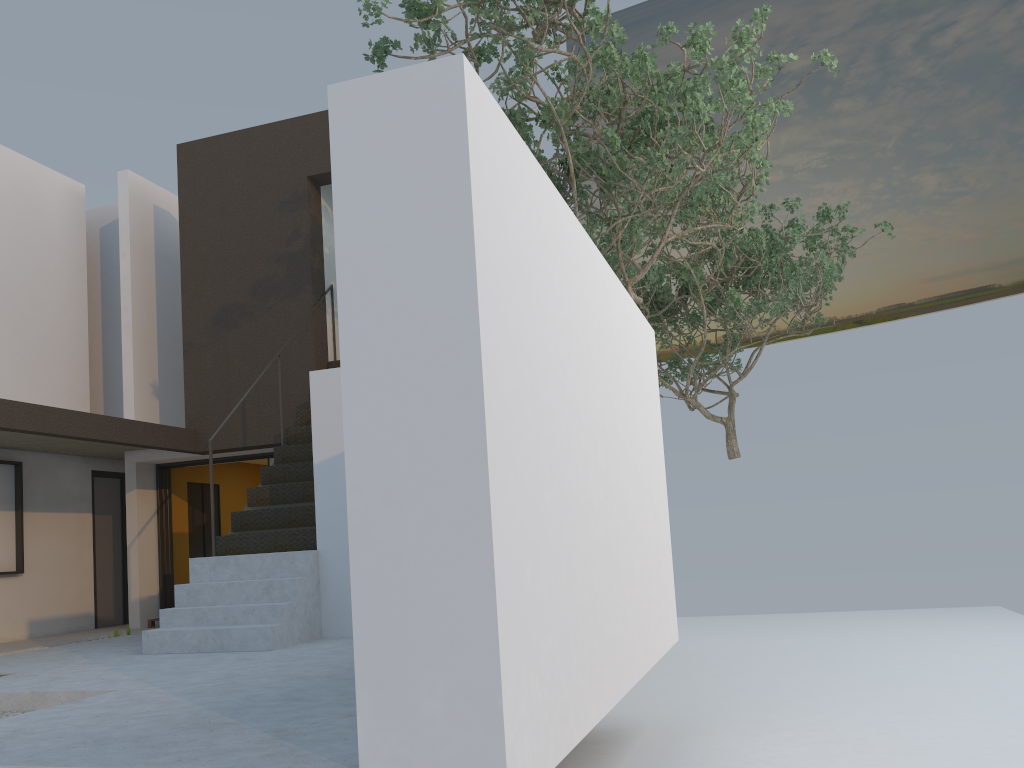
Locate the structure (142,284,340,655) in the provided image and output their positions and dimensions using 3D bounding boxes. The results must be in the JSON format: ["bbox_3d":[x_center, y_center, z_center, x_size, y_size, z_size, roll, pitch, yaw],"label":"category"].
[{"bbox_3d":[-1.493,0.610,10.032,1.161,3.909,6.604,-5,-9,17],"label":"structure"}]

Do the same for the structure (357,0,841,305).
[{"bbox_3d":[0.921,-1.877,8.898,4.333,3.667,5.809,-3,-9,-3],"label":"structure"}]

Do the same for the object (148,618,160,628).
[{"bbox_3d":[-4.042,2.905,10.798,0.705,0.100,0.353,-7,-10,17],"label":"object"}]

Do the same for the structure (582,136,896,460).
[{"bbox_3d":[3.438,-1.055,15.010,5.507,4.661,7.383,-3,-9,-3],"label":"structure"}]

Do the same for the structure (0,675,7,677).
[{"bbox_3d":[-4.074,1.978,6.071,1.206,0.289,0.753,-7,-10,17],"label":"structure"}]
